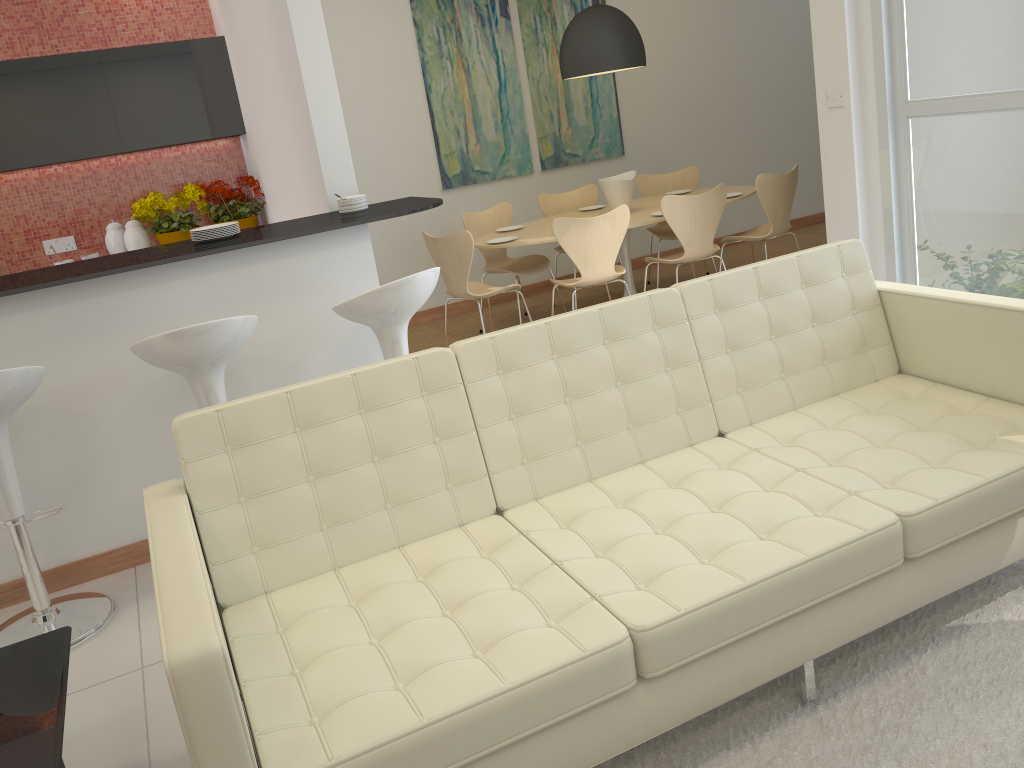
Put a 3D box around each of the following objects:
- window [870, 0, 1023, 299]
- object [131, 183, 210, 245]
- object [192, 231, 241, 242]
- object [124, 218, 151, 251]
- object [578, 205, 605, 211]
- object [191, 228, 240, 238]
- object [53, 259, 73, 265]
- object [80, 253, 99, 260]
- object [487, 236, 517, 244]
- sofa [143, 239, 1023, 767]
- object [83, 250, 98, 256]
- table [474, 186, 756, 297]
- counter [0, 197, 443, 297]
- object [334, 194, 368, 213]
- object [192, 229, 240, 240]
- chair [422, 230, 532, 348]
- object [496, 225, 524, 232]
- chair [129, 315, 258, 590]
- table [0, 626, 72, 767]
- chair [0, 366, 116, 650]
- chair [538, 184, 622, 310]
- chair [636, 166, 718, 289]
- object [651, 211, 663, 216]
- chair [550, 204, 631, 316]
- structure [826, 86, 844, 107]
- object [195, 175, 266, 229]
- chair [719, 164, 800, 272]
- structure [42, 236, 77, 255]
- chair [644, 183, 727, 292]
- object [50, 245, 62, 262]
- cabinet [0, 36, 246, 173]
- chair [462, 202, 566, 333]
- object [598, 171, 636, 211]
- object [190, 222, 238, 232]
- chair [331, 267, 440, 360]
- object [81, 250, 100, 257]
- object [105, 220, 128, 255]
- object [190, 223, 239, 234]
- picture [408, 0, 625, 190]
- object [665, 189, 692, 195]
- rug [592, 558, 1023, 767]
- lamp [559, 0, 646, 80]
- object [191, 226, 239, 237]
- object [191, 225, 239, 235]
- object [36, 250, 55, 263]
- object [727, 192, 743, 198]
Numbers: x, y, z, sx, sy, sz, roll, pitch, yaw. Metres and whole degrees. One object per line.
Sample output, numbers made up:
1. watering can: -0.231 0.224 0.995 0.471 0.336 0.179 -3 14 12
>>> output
1. window: 2.705 -1.232 3.222 0.122 2.676 3.464 -15 17 -21
2. object: -2.321 -1.131 6.063 0.525 0.443 0.508 -15 17 -19
3. object: -1.312 -0.652 3.932 0.210 0.015 0.214 -3 18 21
4. object: -2.538 -0.982 5.990 0.159 0.279 0.162 -1 17 29
5. object: 0.620 -1.364 6.874 0.210 0.015 0.213 -11 17 -4
6. object: -1.314 -0.665 3.929 0.210 0.015 0.214 -3 18 21
7. object: -2.942 -0.767 5.828 0.121 0.083 0.122 -10 16 -2
8. object: -2.868 -0.842 6.033 0.121 0.083 0.122 1 19 31
9. object: -0.067 -0.959 5.923 0.210 0.015 0.213 -9 17 0
10. sofa: 0.407 0.302 2.465 2.578 0.910 1.010 -16 17 -21
11. object: -2.878 -0.888 6.030 0.008 0.008 0.237 -9 17 2
12. table: 0.831 -0.887 6.472 2.273 0.719 1.292 -16 17 -21
13. counter: -1.694 -0.487 3.648 2.980 0.019 0.742 -16 18 -22
14. object: -0.782 -0.878 4.237 0.174 0.096 0.141 -18 18 -28
15. object: -1.313 -0.659 3.930 0.210 0.015 0.214 -3 18 21
16. chair: -0.216 -0.600 5.803 0.521 0.894 0.523 -21 18 -37
17. object: -0.015 -1.128 6.445 0.210 0.015 0.213 -9 17 0
18. chair: -1.094 0.230 3.362 0.458 1.007 0.470 -12 15 -11
19. table: -1.271 1.024 1.874 0.704 0.416 0.925 -16 18 -21
20. chair: -1.751 0.421 3.091 0.458 1.007 0.470 -12 15 -11
21. chair: 0.560 -1.059 6.883 0.523 0.894 0.521 -14 15 -17
22. chair: 1.314 -1.237 7.064 0.521 0.894 0.523 -9 15 2
23. object: 1.041 -1.147 5.945 0.210 0.015 0.213 -2 18 23
24. chair: 0.495 -0.664 5.631 0.523 0.894 0.521 -13 15 -14
25. structure: 1.779 -1.581 4.879 0.013 0.103 0.115 -15 16 -21
26. object: -1.945 -1.241 6.222 0.508 0.443 0.524 -23 21 -40
27. chair: 1.747 -1.046 6.209 0.526 0.894 0.518 -21 19 -37
28. structure: -3.119 -0.956 6.106 0.199 0.098 0.017 -16 15 -22
29. chair: 1.151 -0.845 5.871 0.524 0.894 0.520 -15 16 -21
30. object: -2.991 -0.825 5.857 0.140 0.193 0.009 2 18 36
31. cabinet: -3.422 -1.672 5.652 3.259 0.651 0.355 -16 16 -22
32. chair: 0.004 -0.867 6.555 0.517 0.894 0.527 6 21 45
33. object: 0.768 -1.362 6.343 0.271 0.276 0.265 -6 16 13
34. object: -1.318 -0.692 3.922 0.210 0.015 0.214 -3 18 21
35. chair: -0.437 0.039 3.636 0.461 1.007 0.467 -20 18 -35
36. object: -2.862 -0.883 6.007 0.008 0.008 0.238 -7 17 7
37. object: -2.706 -0.982 6.079 0.159 0.279 0.162 -1 17 29
38. object: -1.317 -0.685 3.924 0.210 0.015 0.214 -3 18 21
39. picture: 0.096 -2.507 7.321 1.748 1.487 0.020 -16 15 -22
40. object: 1.310 -1.505 6.966 0.211 0.015 0.212 7 24 43
41. rug: 0.877 1.009 1.483 3.344 0.004 2.467 -16 18 -20
42. lamp: 0.522 -2.865 5.972 0.597 1.473 0.600 -15 15 -19
43. object: -1.315 -0.672 3.927 0.210 0.015 0.214 -3 18 21
44. object: -1.316 -0.679 3.925 0.210 0.015 0.214 -3 18 21
45. object: -3.012 -0.803 5.799 0.164 0.175 0.011 -12 14 -9
46. object: 1.536 -1.340 6.307 0.210 0.015 0.213 1 20 31
